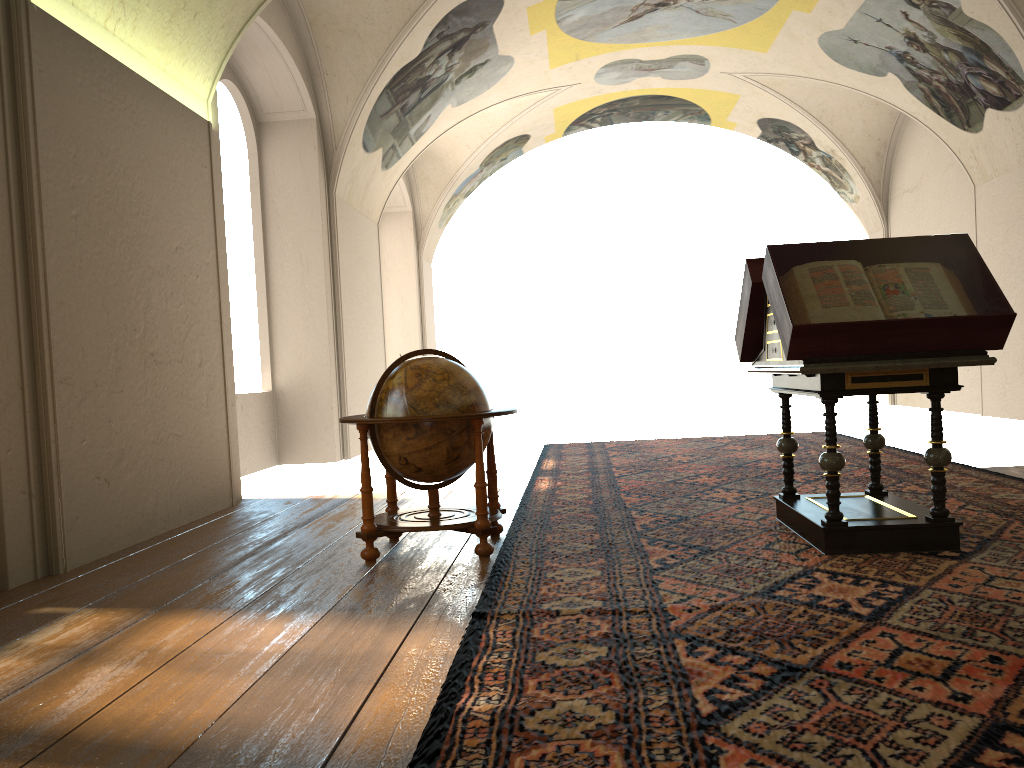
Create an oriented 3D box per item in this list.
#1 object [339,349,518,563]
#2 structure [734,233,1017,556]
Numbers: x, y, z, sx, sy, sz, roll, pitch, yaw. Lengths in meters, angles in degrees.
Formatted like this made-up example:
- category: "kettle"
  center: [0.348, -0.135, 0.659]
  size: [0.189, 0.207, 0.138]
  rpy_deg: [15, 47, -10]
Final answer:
- category: "object"
  center: [-0.584, 0.471, 6.405]
  size: [1.279, 1.449, 1.278]
  rpy_deg: [-2, 2, 42]
- category: "structure"
  center: [2.326, 0.062, 6.013]
  size: [1.245, 1.982, 1.890]
  rpy_deg: [-3, 1, 4]
